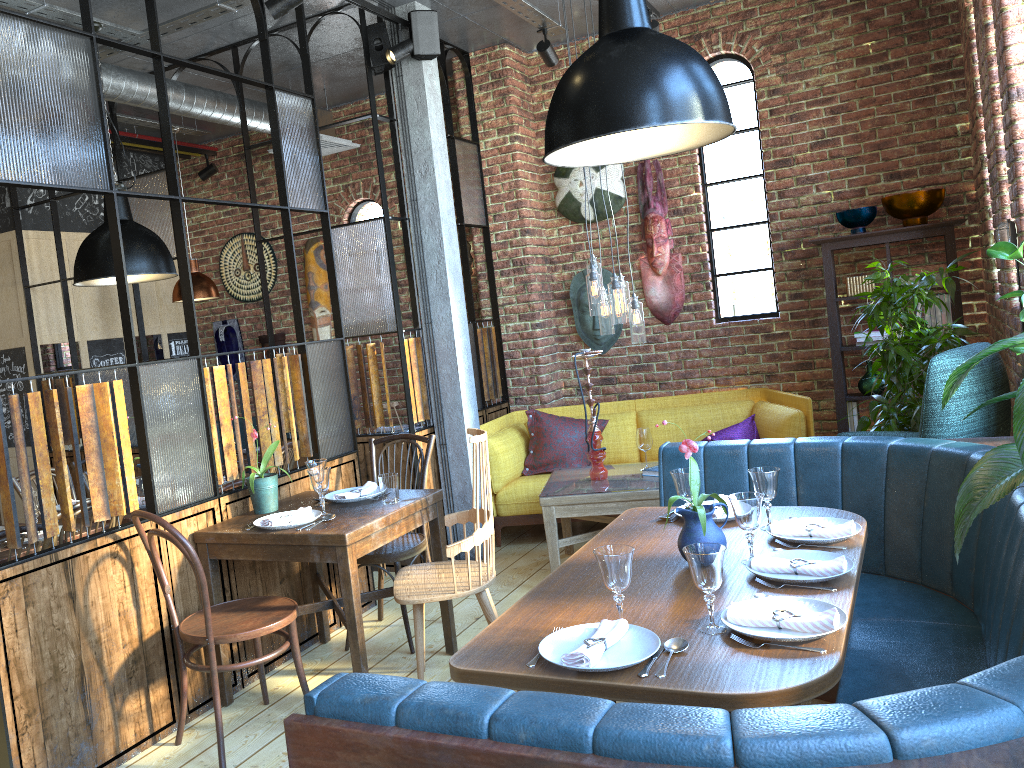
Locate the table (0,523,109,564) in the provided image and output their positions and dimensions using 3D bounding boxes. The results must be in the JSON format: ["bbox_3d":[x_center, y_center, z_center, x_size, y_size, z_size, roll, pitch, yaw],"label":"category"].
[{"bbox_3d":[-2.284,1.071,3.695,0.755,0.726,0.994,-5,4,26],"label":"table"}]

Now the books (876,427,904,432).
[{"bbox_3d":[2.327,0.309,5.259,0.315,0.088,0.235,-5,5,29],"label":"books"}]

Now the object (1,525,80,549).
[{"bbox_3d":[-2.040,0.641,3.810,0.280,0.051,0.312,-4,5,30],"label":"object"}]

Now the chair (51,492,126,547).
[{"bbox_3d":[-1.834,0.921,3.649,0.543,0.913,0.389,-5,3,32],"label":"chair"}]

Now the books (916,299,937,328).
[{"bbox_3d":[2.420,-0.388,5.181,0.129,0.258,0.157,-5,3,26],"label":"books"}]

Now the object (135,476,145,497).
[{"bbox_3d":[-1.898,0.536,4.483,0.086,0.119,0.083,-6,3,9],"label":"object"}]

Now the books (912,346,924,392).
[{"bbox_3d":[2.409,-0.093,5.204,0.089,0.272,0.166,-5,3,26],"label":"books"}]

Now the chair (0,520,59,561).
[{"bbox_3d":[-1.896,0.964,3.192,0.543,0.913,0.389,-5,3,32],"label":"chair"}]

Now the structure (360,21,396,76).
[{"bbox_3d":[-0.790,-1.974,5.198,0.185,0.267,0.166,-7,3,0],"label":"structure"}]

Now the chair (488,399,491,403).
[{"bbox_3d":[-0.319,0.508,6.608,0.525,0.919,0.458,-9,4,-41],"label":"chair"}]

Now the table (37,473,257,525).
[{"bbox_3d":[-1.832,0.939,4.681,0.755,0.726,0.994,-5,4,26],"label":"table"}]

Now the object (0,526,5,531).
[{"bbox_3d":[-2.442,0.678,3.967,0.280,0.051,0.312,-4,5,30],"label":"object"}]

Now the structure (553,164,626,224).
[{"bbox_3d":[0.538,-1.399,6.217,0.552,0.520,0.142,-5,3,28],"label":"structure"}]

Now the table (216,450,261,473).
[{"bbox_3d":[-2.278,0.882,6.922,0.772,0.602,0.717,-5,4,27],"label":"table"}]

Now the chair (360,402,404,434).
[{"bbox_3d":[-0.757,0.604,5.572,0.548,1.004,0.441,-6,3,14],"label":"chair"}]

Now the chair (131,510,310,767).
[{"bbox_3d":[-1.057,0.859,3.245,0.525,0.919,0.458,-9,4,-41],"label":"chair"}]

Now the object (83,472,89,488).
[{"bbox_3d":[-2.074,0.529,4.390,0.094,0.191,0.103,-9,4,-43],"label":"object"}]

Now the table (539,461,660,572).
[{"bbox_3d":[0.681,0.741,4.740,0.955,0.507,0.737,-6,4,12],"label":"table"}]

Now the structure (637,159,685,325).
[{"bbox_3d":[1.011,-0.970,6.068,0.221,1.144,0.233,-7,3,-18],"label":"structure"}]

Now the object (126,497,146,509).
[{"bbox_3d":[-1.777,0.568,4.343,0.280,0.051,0.312,-4,5,30],"label":"object"}]

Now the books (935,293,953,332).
[{"bbox_3d":[2.509,-0.395,5.123,0.083,0.257,0.171,-5,3,26],"label":"books"}]

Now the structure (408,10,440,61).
[{"bbox_3d":[-0.515,-1.994,5.048,0.160,0.267,0.190,-8,3,-23],"label":"structure"}]

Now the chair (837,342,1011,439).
[{"bbox_3d":[1.589,0.400,3.887,0.773,1.096,1.078,-9,4,-39],"label":"chair"}]

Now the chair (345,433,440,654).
[{"bbox_3d":[-0.576,0.728,4.179,0.418,0.913,0.505,-6,3,21],"label":"chair"}]

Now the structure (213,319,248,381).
[{"bbox_3d":[-2.576,-0.301,7.986,0.336,0.558,0.110,-5,3,28],"label":"structure"}]

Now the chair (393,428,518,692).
[{"bbox_3d":[-0.252,0.705,3.491,0.450,1.004,0.537,-7,3,-2],"label":"chair"}]

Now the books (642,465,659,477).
[{"bbox_3d":[0.842,0.460,4.638,0.154,0.028,0.285,-10,6,-40],"label":"books"}]

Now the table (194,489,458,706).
[{"bbox_3d":[-0.751,0.885,3.704,0.779,0.726,0.723,-5,4,27],"label":"table"}]

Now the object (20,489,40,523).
[{"bbox_3d":[-2.135,0.572,3.940,0.094,0.191,0.103,-9,4,-43],"label":"object"}]

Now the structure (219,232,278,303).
[{"bbox_3d":[-2.348,-1.030,7.804,0.687,0.618,0.076,-5,3,26],"label":"structure"}]

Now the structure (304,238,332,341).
[{"bbox_3d":[-1.647,-0.677,7.451,0.241,1.118,0.090,-5,3,28],"label":"structure"}]

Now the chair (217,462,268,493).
[{"bbox_3d":[-1.375,0.825,4.177,0.575,0.919,0.418,-4,4,44],"label":"chair"}]

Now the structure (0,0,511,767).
[{"bbox_3d":[-3.462,-0.129,4.162,6.143,3.320,5.755,-6,4,10],"label":"structure"}]

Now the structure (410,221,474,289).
[{"bbox_3d":[-0.586,-0.979,6.859,0.612,0.725,0.122,-5,3,28],"label":"structure"}]

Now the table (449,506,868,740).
[{"bbox_3d":[0.553,0.854,2.494,0.854,0.659,1.485,-5,4,26],"label":"table"}]

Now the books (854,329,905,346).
[{"bbox_3d":[2.205,-0.281,5.285,0.279,0.080,0.172,-5,5,27],"label":"books"}]

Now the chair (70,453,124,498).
[{"bbox_3d":[-2.180,0.851,5.088,0.543,0.913,0.389,-5,3,32],"label":"chair"}]

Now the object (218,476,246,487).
[{"bbox_3d":[-1.602,0.515,4.747,0.280,0.051,0.312,-4,5,30],"label":"object"}]

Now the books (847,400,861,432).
[{"bbox_3d":[2.323,0.065,5.264,0.609,0.574,0.184,-5,3,26],"label":"books"}]

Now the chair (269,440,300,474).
[{"bbox_3d":[-1.363,0.785,4.670,0.532,0.913,0.398,-6,3,12],"label":"chair"}]

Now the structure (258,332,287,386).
[{"bbox_3d":[-2.065,-0.113,7.722,0.270,0.654,0.154,-5,3,27],"label":"structure"}]

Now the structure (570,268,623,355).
[{"bbox_3d":[0.598,-0.522,6.271,0.382,0.638,0.100,-5,3,29],"label":"structure"}]

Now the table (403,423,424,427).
[{"bbox_3d":[-0.579,0.677,6.105,0.779,0.726,0.723,-5,4,27],"label":"table"}]

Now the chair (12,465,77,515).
[{"bbox_3d":[-2.303,0.896,4.701,0.541,0.913,0.390,-5,3,27],"label":"chair"}]
